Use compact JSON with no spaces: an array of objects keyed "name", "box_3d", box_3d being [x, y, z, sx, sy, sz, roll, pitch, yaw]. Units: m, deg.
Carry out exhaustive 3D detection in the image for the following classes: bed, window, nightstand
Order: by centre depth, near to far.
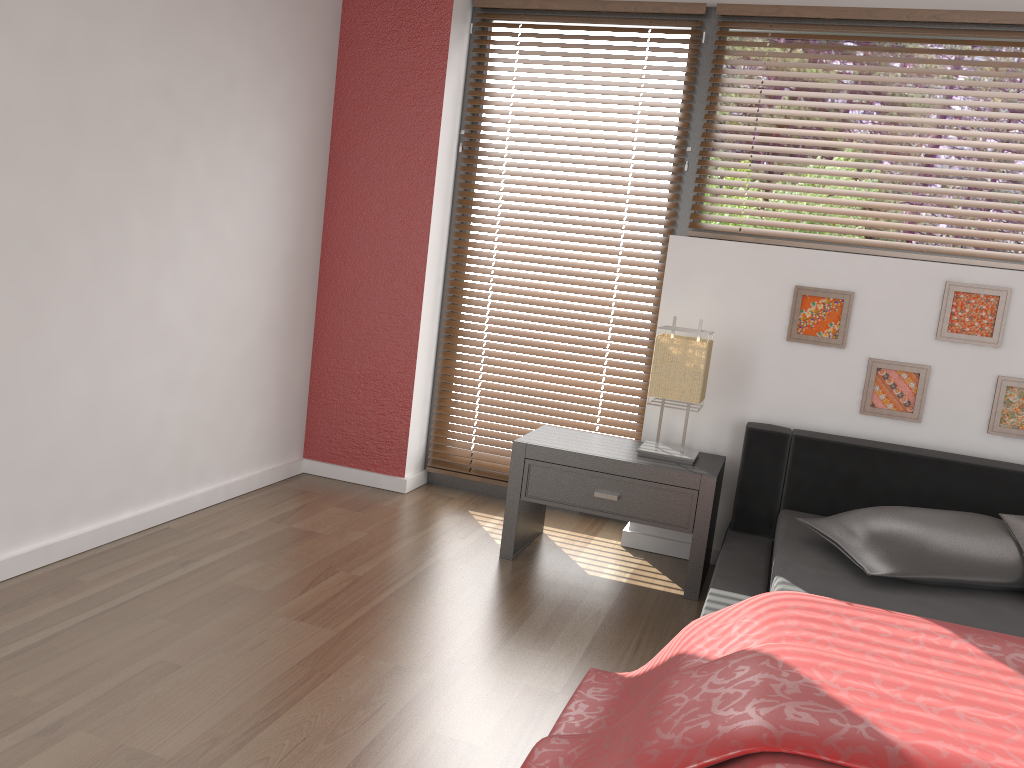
[{"name":"bed","box_3d":[1.344,0.664,1.843,2.469,0.577,2.413,9,8,17]},{"name":"window","box_3d":[2.117,-0.804,3.134,2.817,0.786,0.020,9,8,17]},{"name":"nightstand","box_3d":[0.369,0.440,3.189,0.700,0.423,0.413,9,8,17]},{"name":"window","box_3d":[0.208,-0.567,3.772,0.889,1.893,0.020,9,8,17]}]

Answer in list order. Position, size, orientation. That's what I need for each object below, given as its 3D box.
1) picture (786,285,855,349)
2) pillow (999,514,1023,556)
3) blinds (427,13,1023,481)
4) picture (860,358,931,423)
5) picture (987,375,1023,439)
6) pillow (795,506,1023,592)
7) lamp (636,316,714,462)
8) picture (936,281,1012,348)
[{"name":"picture","box_3d":[1.093,-0.238,3.147,0.200,0.200,0.010,9,8,17]},{"name":"pillow","box_3d":[1.721,0.500,2.316,0.744,0.241,0.386,8,8,12]},{"name":"blinds","box_3d":[2.025,-0.229,3.149,4.840,1.952,0.032,9,8,17]},{"name":"picture","box_3d":[1.336,0.022,3.095,0.200,0.200,0.010,9,8,17]},{"name":"picture","box_3d":[1.724,0.085,2.976,0.200,0.200,0.010,9,8,17]},{"name":"pillow","box_3d":[1.257,0.465,2.552,0.745,0.172,0.418,6,8,-8]},{"name":"lamp","box_3d":[0.585,0.007,3.118,0.200,0.480,0.200,9,8,17]},{"name":"picture","box_3d":[1.558,-0.236,2.997,0.200,0.200,0.010,9,8,17]}]
